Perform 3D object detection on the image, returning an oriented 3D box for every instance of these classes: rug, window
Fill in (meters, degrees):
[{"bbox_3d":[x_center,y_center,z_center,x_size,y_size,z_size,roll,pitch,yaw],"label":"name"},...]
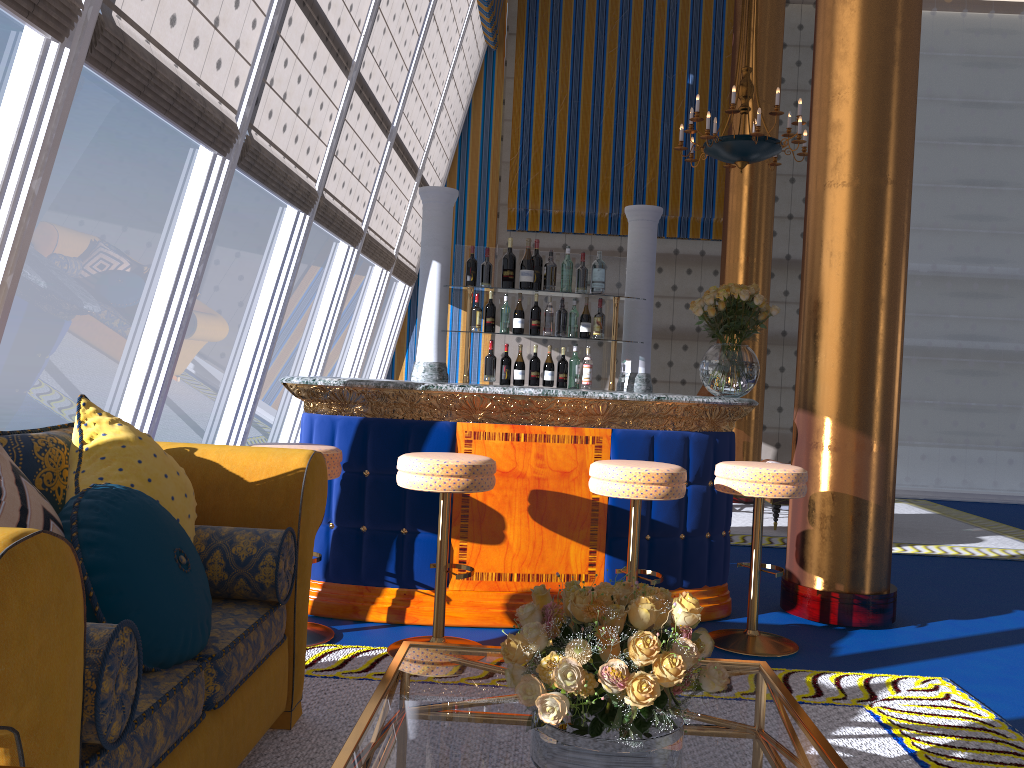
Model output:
[{"bbox_3d":[1.416,1.138,8.131,6.254,0.011,3.594,3,0,1],"label":"rug"},{"bbox_3d":[-0.193,1.073,0.415,3.590,0.010,6.259,3,0,2],"label":"rug"},{"bbox_3d":[-1.338,-1.924,3.060,1.618,5.856,15.473,3,0,2],"label":"window"}]

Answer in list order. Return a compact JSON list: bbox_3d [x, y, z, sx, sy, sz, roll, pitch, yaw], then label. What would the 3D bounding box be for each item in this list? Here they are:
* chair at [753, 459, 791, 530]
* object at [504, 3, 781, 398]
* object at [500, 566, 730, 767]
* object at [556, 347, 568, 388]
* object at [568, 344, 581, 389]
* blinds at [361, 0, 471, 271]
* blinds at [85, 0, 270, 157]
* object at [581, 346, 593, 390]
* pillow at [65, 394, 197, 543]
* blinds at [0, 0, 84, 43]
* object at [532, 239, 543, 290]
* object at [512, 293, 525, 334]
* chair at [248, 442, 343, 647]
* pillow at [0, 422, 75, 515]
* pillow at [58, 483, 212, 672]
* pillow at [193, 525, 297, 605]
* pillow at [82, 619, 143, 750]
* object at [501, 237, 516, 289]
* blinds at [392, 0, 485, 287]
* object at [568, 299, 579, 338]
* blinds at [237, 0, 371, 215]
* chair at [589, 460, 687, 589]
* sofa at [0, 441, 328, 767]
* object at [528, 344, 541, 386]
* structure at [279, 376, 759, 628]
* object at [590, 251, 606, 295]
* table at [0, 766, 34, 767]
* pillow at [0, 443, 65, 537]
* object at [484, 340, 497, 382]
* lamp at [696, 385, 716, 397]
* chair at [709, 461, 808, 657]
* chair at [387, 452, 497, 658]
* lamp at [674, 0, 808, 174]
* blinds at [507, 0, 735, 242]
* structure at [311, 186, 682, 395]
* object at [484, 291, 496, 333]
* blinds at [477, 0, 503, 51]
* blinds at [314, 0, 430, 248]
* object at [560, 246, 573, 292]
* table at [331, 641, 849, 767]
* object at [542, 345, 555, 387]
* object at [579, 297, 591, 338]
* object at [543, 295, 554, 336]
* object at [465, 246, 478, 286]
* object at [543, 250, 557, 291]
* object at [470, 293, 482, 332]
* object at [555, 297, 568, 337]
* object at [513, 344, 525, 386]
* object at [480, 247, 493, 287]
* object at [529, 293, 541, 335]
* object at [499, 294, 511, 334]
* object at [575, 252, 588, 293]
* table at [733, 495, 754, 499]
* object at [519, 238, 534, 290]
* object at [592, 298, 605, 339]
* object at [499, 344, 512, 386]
[{"bbox_3d":[2.462,0.692,7.337,0.783,0.967,0.794,3,0,2],"label":"chair"},{"bbox_3d":[2.724,-6.981,2.614,63.079,33.606,63.463,3,0,8],"label":"object"},{"bbox_3d":[0.183,0.567,1.826,0.457,0.388,0.500,3,0,-17],"label":"object"},{"bbox_3d":[0.299,-0.097,5.237,0.066,0.244,0.065,3,1,-17],"label":"object"},{"bbox_3d":[0.372,-0.105,5.267,0.069,0.269,0.068,2,1,-37],"label":"object"},{"bbox_3d":[-0.767,-2.817,8.326,0.874,3.394,1.366,3,1,2],"label":"blinds"},{"bbox_3d":[-0.962,-2.817,3.782,0.874,3.394,1.366,3,1,2],"label":"blinds"},{"bbox_3d":[0.449,-0.096,5.275,0.061,0.258,0.061,3,1,2],"label":"object"},{"bbox_3d":[-0.998,0.326,2.340,0.327,0.583,0.580,3,0,22],"label":"pillow"},{"bbox_3d":[-1.027,-2.818,2.284,0.874,3.394,1.366,3,1,2],"label":"blinds"},{"bbox_3d":[0.140,-0.694,5.192,0.081,0.303,0.082,3,1,19],"label":"object"},{"bbox_3d":[0.041,-0.408,5.164,0.069,0.244,0.068,3,1,-17],"label":"object"},{"bbox_3d":[-0.911,0.638,3.630,0.394,0.782,0.402,3,1,40],"label":"chair"},{"bbox_3d":[-1.249,0.373,2.343,0.246,0.546,0.610,3,0,0],"label":"pillow"},{"bbox_3d":[-0.847,0.431,2.014,0.318,0.404,0.476,3,0,15],"label":"pillow"},{"bbox_3d":[-0.819,0.508,2.525,0.372,0.219,0.215,3,0,1],"label":"pillow"},{"bbox_3d":[-0.854,0.509,1.531,0.373,0.219,0.174,3,0,1],"label":"pillow"},{"bbox_3d":[-0.016,-0.701,5.170,0.081,0.303,0.081,3,1,8],"label":"object"},{"bbox_3d":[-0.703,-2.817,9.810,0.874,3.394,1.366,3,1,2],"label":"blinds"},{"bbox_3d":[0.364,-0.388,5.229,0.059,0.230,0.058,2,1,-39],"label":"object"},{"bbox_3d":[-0.897,-2.817,5.312,0.874,3.394,1.366,3,1,2],"label":"blinds"},{"bbox_3d":[0.491,0.709,3.596,0.402,0.782,0.394,2,1,-39],"label":"chair"},{"bbox_3d":[-1.150,0.590,2.044,1.001,0.854,1.847,3,0,2],"label":"sofa"},{"bbox_3d":[0.134,-0.109,5.193,0.066,0.244,0.065,3,1,-17],"label":"object"},{"bbox_3d":[0.048,0.548,4.257,2.319,1.065,0.766,3,0,-9],"label":"structure"},{"bbox_3d":[0.513,-0.658,5.257,0.092,0.259,0.091,3,1,-15],"label":"object"},{"bbox_3d":[-1.276,0.741,0.591,1.237,0.550,1.152,3,0,2],"label":"table"},{"bbox_3d":[-1.023,0.330,1.798,0.281,0.619,0.690,3,0,0],"label":"pillow"},{"bbox_3d":[-0.125,-0.136,5.157,0.071,0.242,0.071,3,1,-16],"label":"object"},{"bbox_3d":[1.902,0.399,8.410,0.448,0.783,0.444,3,1,-13],"label":"lamp"},{"bbox_3d":[1.063,0.737,3.861,0.402,0.782,0.394,3,1,-27],"label":"chair"},{"bbox_3d":[-0.276,0.670,3.518,0.394,0.782,0.402,3,1,40],"label":"chair"},{"bbox_3d":[1.953,-2.946,7.309,1.067,2.422,1.051,3,1,-21],"label":"lamp"},{"bbox_3d":[1.339,-3.221,10.396,2.659,2.990,0.152,3,1,1],"label":"blinds"},{"bbox_3d":[-0.052,-0.025,5.327,2.318,2.196,0.767,3,1,-7],"label":"structure"},{"bbox_3d":[-0.126,-0.420,5.151,0.066,0.244,0.065,3,1,-17],"label":"object"},{"bbox_3d":[-0.222,-4.322,9.700,0.338,0.830,1.525,3,0,2],"label":"blinds"},{"bbox_3d":[-0.833,-2.817,6.783,0.874,3.394,1.366,3,1,2],"label":"blinds"},{"bbox_3d":[0.322,-0.670,5.183,0.069,0.271,0.069,3,1,13],"label":"object"},{"bbox_3d":[0.164,0.901,1.932,0.974,0.369,0.907,3,0,2],"label":"table"},{"bbox_3d":[0.217,-0.105,5.218,0.069,0.244,0.068,3,1,-17],"label":"object"},{"bbox_3d":[0.434,-0.389,5.229,0.069,0.244,0.068,3,1,-17],"label":"object"},{"bbox_3d":[0.216,-0.400,5.180,0.057,0.239,0.056,3,1,-24],"label":"object"},{"bbox_3d":[-0.235,-0.686,5.189,0.065,0.244,0.065,3,1,6],"label":"object"},{"bbox_3d":[0.224,-0.660,5.191,0.077,0.248,0.075,2,1,-34],"label":"object"},{"bbox_3d":[-0.204,-0.413,5.127,0.066,0.225,0.065,3,1,-29],"label":"object"},{"bbox_3d":[0.291,-0.392,5.209,0.072,0.232,0.071,3,1,-19],"label":"object"},{"bbox_3d":[0.045,-0.110,5.191,0.069,0.244,0.068,3,1,-17],"label":"object"},{"bbox_3d":[-0.150,-0.682,5.231,0.073,0.246,0.071,2,1,-39],"label":"object"},{"bbox_3d":[0.138,-0.406,5.178,0.066,0.244,0.065,3,1,-17],"label":"object"},{"bbox_3d":[-0.038,-0.408,5.163,0.059,0.230,0.058,2,1,-39],"label":"object"},{"bbox_3d":[0.413,-0.654,5.219,0.073,0.246,0.071,2,1,-39],"label":"object"},{"bbox_3d":[2.081,0.984,8.230,0.974,0.369,0.907,3,0,2],"label":"table"},{"bbox_3d":[0.090,-0.695,5.168,0.085,0.303,0.085,3,1,-4],"label":"object"},{"bbox_3d":[0.516,-0.385,5.230,0.071,0.244,0.072,3,1,23],"label":"object"},{"bbox_3d":[-0.036,-0.114,5.191,0.065,0.244,0.065,3,1,6],"label":"object"}]
